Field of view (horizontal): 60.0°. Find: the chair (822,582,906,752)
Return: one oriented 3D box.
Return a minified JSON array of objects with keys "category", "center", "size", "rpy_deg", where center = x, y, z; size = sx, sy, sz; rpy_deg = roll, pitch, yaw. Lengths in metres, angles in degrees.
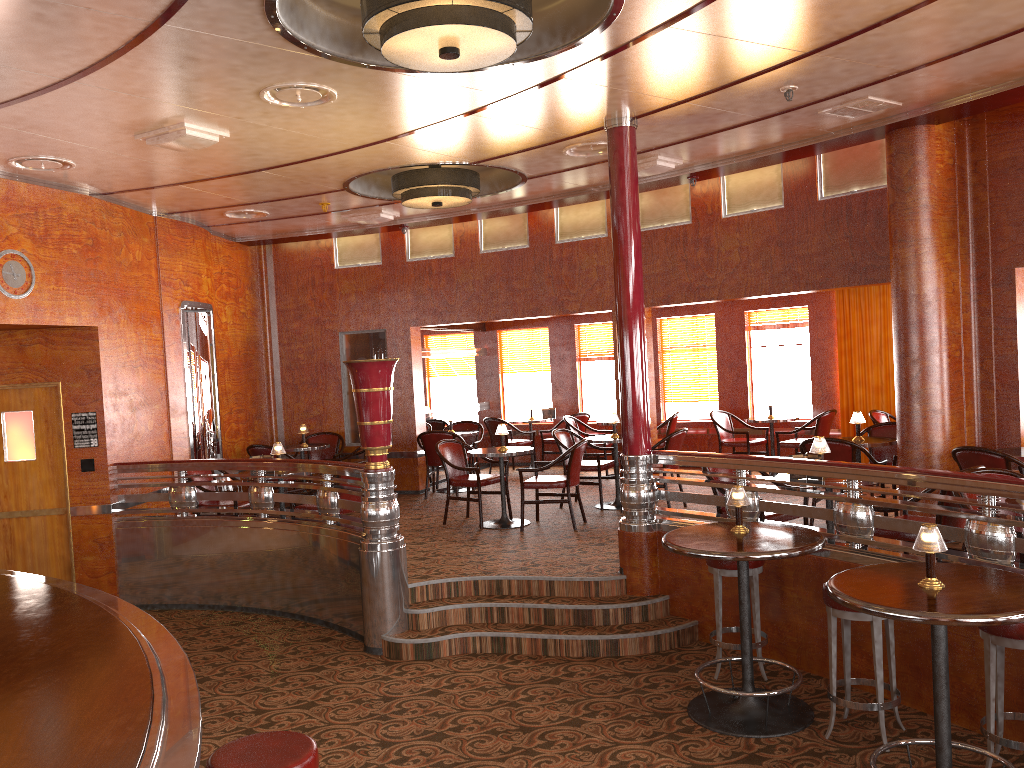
[{"category":"chair","center":[1.745,1.375,4.418],"size":[0.350,0.756,0.350],"rpy_deg":[-2,2,34]}]

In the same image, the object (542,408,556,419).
[{"category":"object","center":[0.508,0.421,12.615],"size":[0.169,0.156,0.195],"rpy_deg":[-4,2,-15]}]

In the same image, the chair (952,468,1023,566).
[{"category":"chair","center":[2.713,0.883,4.712],"size":[0.587,0.817,0.615],"rpy_deg":[-4,2,-12]}]

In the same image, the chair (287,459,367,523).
[{"category":"chair","center":[-1.478,1.046,7.477],"size":[0.615,0.817,0.587],"rpy_deg":[-2,2,28]}]

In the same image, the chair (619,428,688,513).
[{"category":"chair","center":[1.459,0.850,8.885],"size":[0.615,0.817,0.587],"rpy_deg":[-2,2,33]}]

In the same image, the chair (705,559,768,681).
[{"category":"chair","center":[1.367,1.372,5.381],"size":[0.350,0.756,0.350],"rpy_deg":[-3,2,9]}]

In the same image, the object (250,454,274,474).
[{"category":"object","center":[-2.143,0.688,7.619],"size":[0.195,0.156,0.169],"rpy_deg":[-3,2,-12]}]

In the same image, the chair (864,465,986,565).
[{"category":"chair","center":[2.492,0.881,5.308],"size":[0.587,0.817,0.615],"rpy_deg":[-5,2,-37]}]

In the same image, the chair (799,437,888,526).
[{"category":"chair","center":[2.725,0.819,7.338],"size":[0.588,0.817,0.615],"rpy_deg":[-1,3,43]}]

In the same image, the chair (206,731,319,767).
[{"category":"chair","center":[-0.780,1.551,2.854],"size":[0.350,0.756,0.350],"rpy_deg":[-2,2,34]}]

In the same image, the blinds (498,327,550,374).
[{"category":"blinds","center":[0.189,-0.493,13.223],"size":[0.803,0.662,0.050],"rpy_deg":[-2,2,24]}]

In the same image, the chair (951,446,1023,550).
[{"category":"chair","center":[3.411,0.811,6.125],"size":[0.615,0.817,0.588],"rpy_deg":[-4,2,-22]}]

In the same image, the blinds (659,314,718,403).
[{"category":"blinds","center":[2.394,-0.328,12.019],"size":[0.803,1.174,0.050],"rpy_deg":[-2,3,34]}]

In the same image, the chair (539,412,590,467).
[{"category":"chair","center":[0.787,0.802,12.405],"size":[0.587,0.817,0.615],"rpy_deg":[-5,2,-40]}]

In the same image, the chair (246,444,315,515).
[{"category":"chair","center":[-2.606,1.048,9.906],"size":[0.588,0.817,0.615],"rpy_deg":[-2,2,28]}]

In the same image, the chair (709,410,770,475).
[{"category":"chair","center":[2.781,0.728,10.935],"size":[0.615,0.817,0.587],"rpy_deg":[-1,3,43]}]

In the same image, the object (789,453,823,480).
[{"category":"object","center":[1.866,0.518,5.551],"size":[0.195,0.156,0.169],"rpy_deg":[-4,2,-37]}]

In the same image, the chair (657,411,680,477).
[{"category":"chair","center":[1.871,0.767,11.406],"size":[0.615,0.817,0.587],"rpy_deg":[-3,2,18]}]

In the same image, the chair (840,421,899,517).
[{"category":"chair","center":[3.332,0.770,7.992],"size":[0.615,0.817,0.588],"rpy_deg":[-5,3,-42]}]

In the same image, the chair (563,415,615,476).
[{"category":"chair","center":[1.000,0.809,11.630],"size":[0.615,0.817,0.587],"rpy_deg":[-3,2,18]}]

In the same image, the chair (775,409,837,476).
[{"category":"chair","center":[3.477,0.704,10.363],"size":[0.615,0.817,0.587],"rpy_deg":[-1,3,43]}]

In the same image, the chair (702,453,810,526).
[{"category":"chair","center":[1.670,0.905,6.179],"size":[0.587,0.817,0.615],"rpy_deg":[-5,2,-37]}]

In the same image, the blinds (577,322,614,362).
[{"category":"blinds","center":[1.310,-0.602,12.666],"size":[0.803,0.539,0.057],"rpy_deg":[-2,2,29]}]

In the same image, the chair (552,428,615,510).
[{"category":"chair","center":[0.761,0.876,9.396],"size":[0.615,0.817,0.587],"rpy_deg":[-2,2,28]}]

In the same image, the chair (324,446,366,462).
[{"category":"chair","center":[-1.792,0.996,10.244],"size":[0.615,0.817,0.587],"rpy_deg":[-3,2,8]}]

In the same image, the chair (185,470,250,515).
[{"category":"chair","center":[-2.601,1.095,7.972],"size":[0.615,0.817,0.587],"rpy_deg":[-3,2,13]}]

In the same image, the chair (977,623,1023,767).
[{"category":"chair","center":[2.249,1.360,3.903],"size":[0.350,0.756,0.350],"rpy_deg":[-2,2,34]}]

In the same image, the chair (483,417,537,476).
[{"category":"chair","center":[-0.057,0.847,12.443],"size":[0.615,0.817,0.588],"rpy_deg":[-5,2,-40]}]

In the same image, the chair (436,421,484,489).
[{"category":"chair","center":[-0.660,0.903,11.490],"size":[0.588,0.817,0.615],"rpy_deg":[-3,2,13]}]

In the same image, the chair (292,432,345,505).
[{"category":"chair","center":[-2.329,1.012,10.767],"size":[0.588,0.817,0.615],"rpy_deg":[-3,2,3]}]

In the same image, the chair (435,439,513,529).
[{"category":"chair","center":[-0.413,0.956,8.746],"size":[0.615,0.817,0.587],"rpy_deg":[-2,2,33]}]

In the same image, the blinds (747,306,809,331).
[{"category":"blinds","center":[3.370,-0.821,11.245],"size":[0.803,0.258,0.057],"rpy_deg":[-2,2,40]}]

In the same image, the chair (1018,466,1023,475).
[{"category":"chair","center":[4.158,0.761,6.499],"size":[0.615,0.817,0.588],"rpy_deg":[-4,2,-27]}]

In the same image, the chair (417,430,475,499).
[{"category":"chair","center":[-0.805,0.933,10.602],"size":[0.588,0.817,0.615],"rpy_deg":[-3,2,13]}]

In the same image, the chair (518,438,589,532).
[{"category":"chair","center":[0.424,0.922,8.280],"size":[0.615,0.817,0.587],"rpy_deg":[-3,2,18]}]
